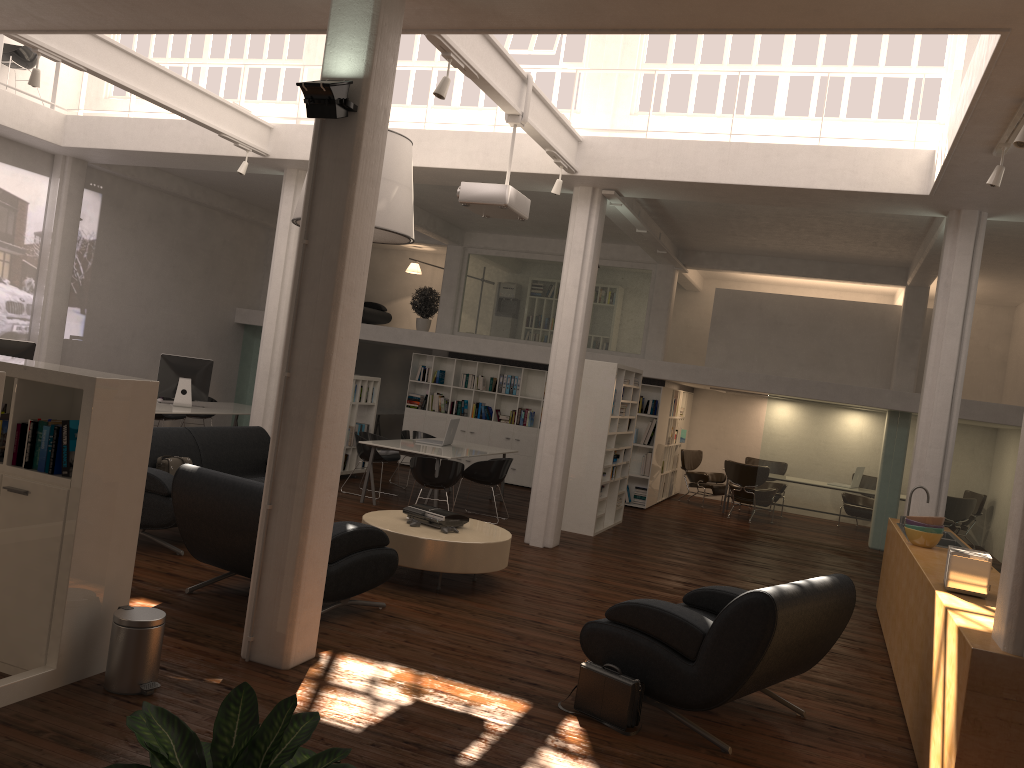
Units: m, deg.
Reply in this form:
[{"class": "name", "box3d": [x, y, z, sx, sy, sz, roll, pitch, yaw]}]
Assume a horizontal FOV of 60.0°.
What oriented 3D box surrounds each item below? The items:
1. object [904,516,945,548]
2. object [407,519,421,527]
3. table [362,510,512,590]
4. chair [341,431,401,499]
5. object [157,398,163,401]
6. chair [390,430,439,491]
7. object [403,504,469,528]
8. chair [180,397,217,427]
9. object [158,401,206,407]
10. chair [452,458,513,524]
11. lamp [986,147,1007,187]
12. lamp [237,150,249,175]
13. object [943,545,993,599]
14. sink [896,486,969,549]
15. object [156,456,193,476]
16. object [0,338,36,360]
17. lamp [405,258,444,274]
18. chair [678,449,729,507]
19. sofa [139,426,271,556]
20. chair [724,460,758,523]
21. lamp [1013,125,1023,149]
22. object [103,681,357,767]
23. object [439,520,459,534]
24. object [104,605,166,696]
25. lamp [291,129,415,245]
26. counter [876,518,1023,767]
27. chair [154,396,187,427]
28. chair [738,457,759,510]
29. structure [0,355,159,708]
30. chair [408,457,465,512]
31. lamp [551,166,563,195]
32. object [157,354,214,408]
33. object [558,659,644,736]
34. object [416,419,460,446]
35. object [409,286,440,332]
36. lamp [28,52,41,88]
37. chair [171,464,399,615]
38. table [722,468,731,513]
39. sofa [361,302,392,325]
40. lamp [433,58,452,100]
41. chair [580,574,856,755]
[{"class": "object", "box3d": [4.070, 1.445, 8.768, 0.299, 0.332, 0.331, 8, 0, -24]}, {"class": "object", "box3d": [-1.038, 1.461, 9.369, 0.119, 0.062, 0.193, 8, 0, -20]}, {"class": "table", "box3d": [-0.842, 1.807, 9.586, 1.616, 0.570, 1.616, 8, 0, 13]}, {"class": "chair", "box3d": [-2.311, 1.342, 14.790, 0.757, 1.004, 0.795, 8, 0, 20]}, {"class": "object", "box3d": [-6.392, 0.289, 16.114, 0.108, 0.052, 0.194, 8, 0, -24]}, {"class": "chair", "box3d": [-1.760, 1.407, 16.454, 0.795, 1.004, 0.757, 8, 1, -35]}, {"class": "object", "box3d": [-0.827, 1.437, 9.631, 0.558, 0.163, 0.471, 8, 1, 40]}, {"class": "chair", "box3d": [-6.448, 0.738, 18.057, 0.795, 1.004, 0.757, 8, 0, -25]}, {"class": "object", "box3d": [-5.970, 0.360, 16.034, 0.804, 0.032, 0.217, 8, 0, -25]}, {"class": "chair", "box3d": [-0.424, 1.613, 13.924, 0.757, 1.004, 0.795, 8, 0, 15]}, {"class": "lamp", "box3d": [4.415, -1.969, 8.078, 0.136, 0.357, 0.117, 8, 0, 26]}, {"class": "lamp", "box3d": [-3.862, -3.183, 12.735, 0.136, 0.357, 0.117, 8, 0, 13]}, {"class": "object", "box3d": [3.340, 1.374, 6.488, 0.291, 0.296, 0.385, 8, 0, 25]}, {"class": "sink", "box3d": [4.617, 1.528, 9.725, 0.596, 0.774, 1.757, 8, 0, 20]}, {"class": "object", "box3d": [-3.770, 0.989, 10.035, 0.331, 0.352, 0.586, 8, 1, 35]}, {"class": "object", "box3d": [-6.944, -0.175, 11.950, 0.347, 0.888, 0.886, 8, 1, 40]}, {"class": "lamp", "box3d": [-1.638, -2.932, 22.917, 2.635, 0.513, 0.447, 8, 0, 29]}, {"class": "chair", "box3d": [4.320, 2.131, 20.122, 0.991, 1.183, 0.994, 8, 1, 40]}, {"class": "sofa", "box3d": [-3.479, 1.153, 10.535, 1.467, 1.119, 3.087, 8, 0, 20]}, {"class": "chair", "box3d": [4.947, 2.232, 18.477, 0.994, 1.183, 0.991, 8, 1, 35]}, {"class": "lamp", "box3d": [3.996, -2.019, 6.899, 0.136, 0.357, 0.117, 8, 0, 13]}, {"class": "object", "box3d": [-1.131, 1.632, 3.274, 1.327, 0.936, 1.240, 8, 1, -31]}, {"class": "object", "box3d": [-0.691, 1.491, 9.280, 0.231, 0.099, 0.193, 8, 1, 43]}, {"class": "object", "box3d": [-2.367, 1.676, 5.596, 0.415, 0.465, 0.311, 8, 0, 3]}, {"class": "lamp", "box3d": [-1.497, -3.837, 10.035, 1.386, 4.284, 1.386, 8, 1, 34]}, {"class": "counter", "box3d": [3.859, 2.162, 7.879, 0.689, 1.141, 6.858, 8, 0, 20]}, {"class": "chair", "box3d": [-6.646, 0.721, 16.752, 0.757, 1.004, 0.795, 8, 0, 20]}, {"class": "chair", "box3d": [5.739, 2.329, 20.227, 0.994, 1.183, 0.991, 8, 0, 15]}, {"class": "structure", "box3d": [-4.725, 0.627, 4.188, 3.131, 1.914, 4.752, 8, 0, 20]}, {"class": "chair", "box3d": [-1.119, 1.525, 12.695, 0.795, 1.004, 0.757, 8, 0, -5]}, {"class": "lamp", "box3d": [0.578, -2.549, 11.137, 0.136, 0.357, 0.117, 8, 0, 26]}, {"class": "object", "box3d": [-5.781, -0.041, 15.642, 0.886, 0.888, 0.347, 8, 0, -25]}, {"class": "object", "box3d": [0.651, 2.140, 6.182, 0.618, 0.376, 0.271, 8, 1, 36]}, {"class": "object", "box3d": [-1.272, 0.797, 15.287, 0.557, 0.470, 0.702, 8, 0, 10]}, {"class": "object", "box3d": [-2.028, -1.738, 20.839, 0.793, 1.127, 0.770, 8, 0, 18]}, {"class": "lamp", "box3d": [-5.044, -3.323, 9.407, 0.136, 0.357, 0.117, 8, 0, 26]}, {"class": "chair", "box3d": [-1.995, 1.376, 7.862, 1.454, 1.130, 1.481, 8, 1, 31]}, {"class": "table", "box3d": [6.438, 2.565, 18.836, 3.900, 0.947, 1.040, 8, 0, 20]}, {"class": "sofa", "box3d": [-4.467, -2.083, 23.196, 1.467, 1.119, 3.087, 8, 0, 20]}, {"class": "lamp", "box3d": [-0.609, -2.690, 7.797, 0.136, 0.357, 0.117, 8, 0, 13]}, {"class": "chair", "box3d": [1.526, 1.878, 6.628, 1.481, 1.130, 1.454, 8, 1, 41]}]
